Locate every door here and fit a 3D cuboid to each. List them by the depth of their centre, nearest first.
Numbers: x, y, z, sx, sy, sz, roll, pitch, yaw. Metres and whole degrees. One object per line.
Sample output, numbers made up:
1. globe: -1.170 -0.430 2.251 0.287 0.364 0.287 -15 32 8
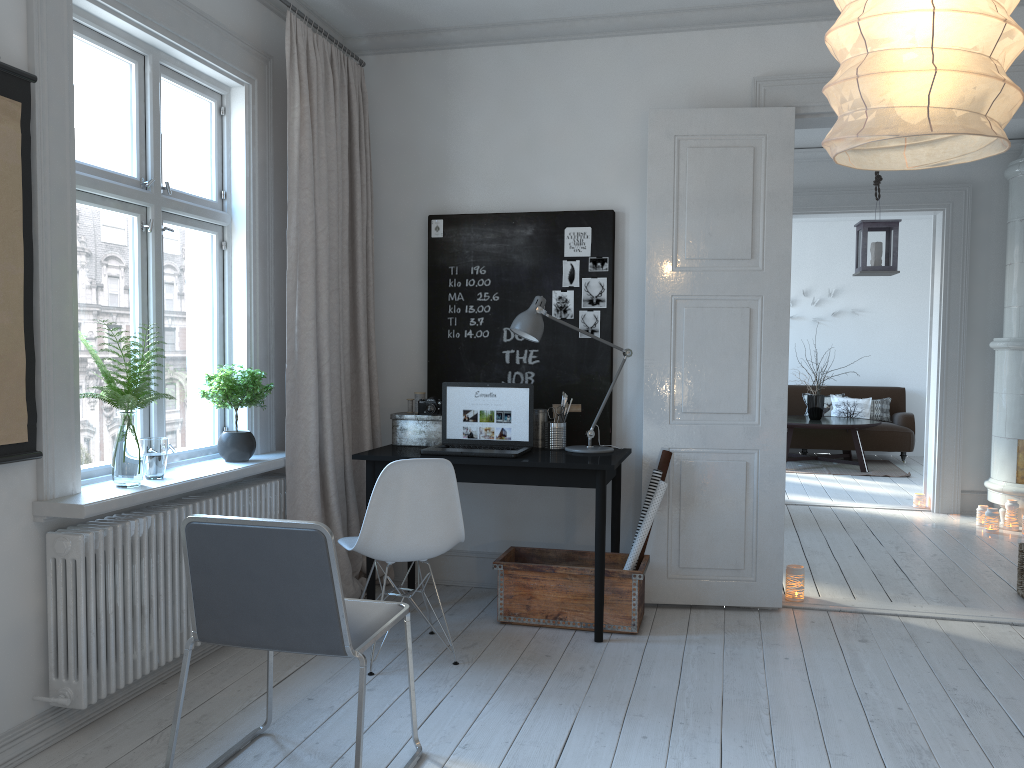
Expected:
1. door: 1.948 -0.166 4.144 2.598 2.508 0.577 1 3 14
2. door: 2.670 -0.271 7.067 2.598 2.508 0.577 1 3 14

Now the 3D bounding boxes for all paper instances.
1. paper: 0.558 0.746 3.986 0.283 0.627 0.041 0 3 -8
2. paper: 0.572 0.727 4.042 0.266 0.669 0.043 -1 4 -31
3. paper: 0.615 0.683 4.101 0.297 0.747 0.048 -1 4 -31

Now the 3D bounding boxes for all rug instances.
1. rug: 3.308 0.861 9.666 1.710 0.055 1.455 1 2 14

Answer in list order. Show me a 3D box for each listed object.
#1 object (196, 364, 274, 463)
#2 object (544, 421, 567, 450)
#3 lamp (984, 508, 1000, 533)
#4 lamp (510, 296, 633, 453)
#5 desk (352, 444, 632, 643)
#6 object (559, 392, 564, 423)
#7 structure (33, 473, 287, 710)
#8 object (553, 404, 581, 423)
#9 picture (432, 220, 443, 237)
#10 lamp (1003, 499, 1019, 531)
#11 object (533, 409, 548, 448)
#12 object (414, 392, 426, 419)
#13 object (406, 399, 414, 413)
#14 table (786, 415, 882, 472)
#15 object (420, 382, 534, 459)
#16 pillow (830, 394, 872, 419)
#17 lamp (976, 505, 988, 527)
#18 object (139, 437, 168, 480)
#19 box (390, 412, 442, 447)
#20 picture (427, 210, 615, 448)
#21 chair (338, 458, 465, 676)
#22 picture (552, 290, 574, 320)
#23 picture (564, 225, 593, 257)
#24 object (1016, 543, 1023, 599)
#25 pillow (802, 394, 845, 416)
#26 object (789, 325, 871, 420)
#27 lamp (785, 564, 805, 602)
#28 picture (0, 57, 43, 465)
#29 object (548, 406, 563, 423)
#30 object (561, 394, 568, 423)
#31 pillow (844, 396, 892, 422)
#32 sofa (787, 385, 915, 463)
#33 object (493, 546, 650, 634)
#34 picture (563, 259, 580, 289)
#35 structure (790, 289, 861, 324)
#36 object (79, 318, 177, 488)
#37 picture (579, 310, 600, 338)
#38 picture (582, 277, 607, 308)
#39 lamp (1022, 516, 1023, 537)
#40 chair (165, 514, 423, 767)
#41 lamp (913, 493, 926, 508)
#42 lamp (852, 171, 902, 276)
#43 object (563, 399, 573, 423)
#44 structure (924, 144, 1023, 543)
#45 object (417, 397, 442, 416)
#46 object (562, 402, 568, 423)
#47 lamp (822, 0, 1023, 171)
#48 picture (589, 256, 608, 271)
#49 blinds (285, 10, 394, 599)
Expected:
1. object: -1.157 0.119 3.698 0.309 0.407 0.271 -1 3 -26
2. object: 0.206 0.245 4.209 0.108 0.128 0.108 2 3 29
3. lamp: 3.305 0.939 6.104 0.089 0.166 0.089 1 3 15
4. lamp: 0.277 -0.043 4.107 0.617 0.716 0.230 0 3 -15
5. desk: -0.069 0.690 4.106 1.159 0.760 0.650 1 3 14
6. object: 0.231 0.171 4.214 0.008 0.268 0.060 2 4 30
7. structure: -1.240 0.706 3.417 0.195 0.547 1.504 1 2 14
8. object: 0.264 0.201 4.247 0.138 0.209 0.034 0 3 -6
9. picture: -0.380 -0.791 4.511 0.061 0.088 0.004 1 3 11
10. lamp: 3.490 0.916 6.193 0.098 0.210 0.098 2 3 18
11. object: 0.136 0.217 4.298 0.079 0.188 0.078 0 3 -7
12. object: -0.467 0.107 4.326 0.056 0.130 0.167 1 3 12
13. object: -0.504 0.108 4.403 0.040 0.069 0.040 1 3 2
14. table: 3.302 0.638 9.629 1.300 0.504 1.299 1 2 4
15. object: -0.154 0.157 4.010 0.445 0.316 0.325 1 3 14
16. pillow: 3.918 0.282 10.263 0.471 0.309 0.188 1 3 14
17. lamp: 3.361 0.941 6.328 0.084 0.146 0.084 1 3 18
18. object: -1.286 0.268 3.185 0.097 0.146 0.097 2 3 19
19. box: -0.429 0.221 4.347 0.317 0.152 0.192 1 3 14
20. picture: 0.033 -0.270 4.467 0.953 1.173 0.063 1 3 14
21. chair: -0.434 0.674 3.537 0.474 0.825 0.553 -1 3 -21
22. picture: 0.252 -0.391 4.375 0.107 0.150 0.001 1 3 14
23. picture: 0.324 -0.701 4.341 0.147 0.154 0.004 1 3 14
24. object: 2.701 0.950 4.419 0.270 0.265 0.223 1 3 14
25. pillow: 3.653 0.283 10.407 0.473 0.348 0.158 1 3 12
26. object: 3.399 -0.138 9.498 0.845 1.067 0.525 0 3 -15
27. lamp: 1.390 0.978 4.356 0.089 0.166 0.089 1 3 6
28. picture: -1.519 -0.417 2.261 0.057 1.314 0.792 1 3 14
29. object: 0.198 0.204 4.220 0.081 0.198 0.050 3 4 39
30. object: 0.235 0.174 4.213 0.062 0.264 0.012 -2 4 -34
31. pillow: 4.140 0.294 10.325 0.542 0.288 0.182 1 3 15
32. sofa: 3.499 0.438 10.382 2.165 0.825 0.968 1 3 14
33. object: 0.276 0.933 4.034 0.664 0.283 0.339 1 3 14
34. picture: 0.290 -0.542 4.358 0.083 0.146 0.002 1 3 14
35. structure: 3.679 -0.918 10.742 1.025 0.479 0.085 1 3 14
36. object: -1.323 0.065 2.994 0.305 0.565 0.414 -2 4 -42
37. picture: 0.380 -0.295 4.349 0.103 0.136 0.001 1 3 14
38. picture: 0.402 -0.448 4.335 0.121 0.153 0.002 1 3 14
39. lamp: 3.472 0.947 5.945 0.089 0.166 0.089 1 3 13
40. chair: -0.591 0.727 2.496 0.562 0.798 0.524 1 3 14
41. lamp: 3.221 0.924 7.009 0.093 0.110 0.093 2 3 31
42. lamp: 2.236 -1.551 5.384 0.228 1.764 0.228 1 3 11
43. object: 0.246 0.188 4.196 0.084 0.240 0.009 0 3 -9
44. structure: 3.688 -0.310 6.255 1.247 2.830 0.800 -1 4 -31
45. object: -0.391 0.106 4.238 0.137 0.087 0.073 1 3 14
46. object: 0.236 0.197 4.204 0.009 0.222 0.082 4 4 43
47. lamp: 0.756 -1.036 1.610 0.340 1.232 0.338 -3 4 -45
48. picture: 0.422 -0.586 4.324 0.095 0.071 0.001 1 3 14
49. blinds: -0.789 -0.267 4.167 0.225 2.650 0.830 1 3 14
